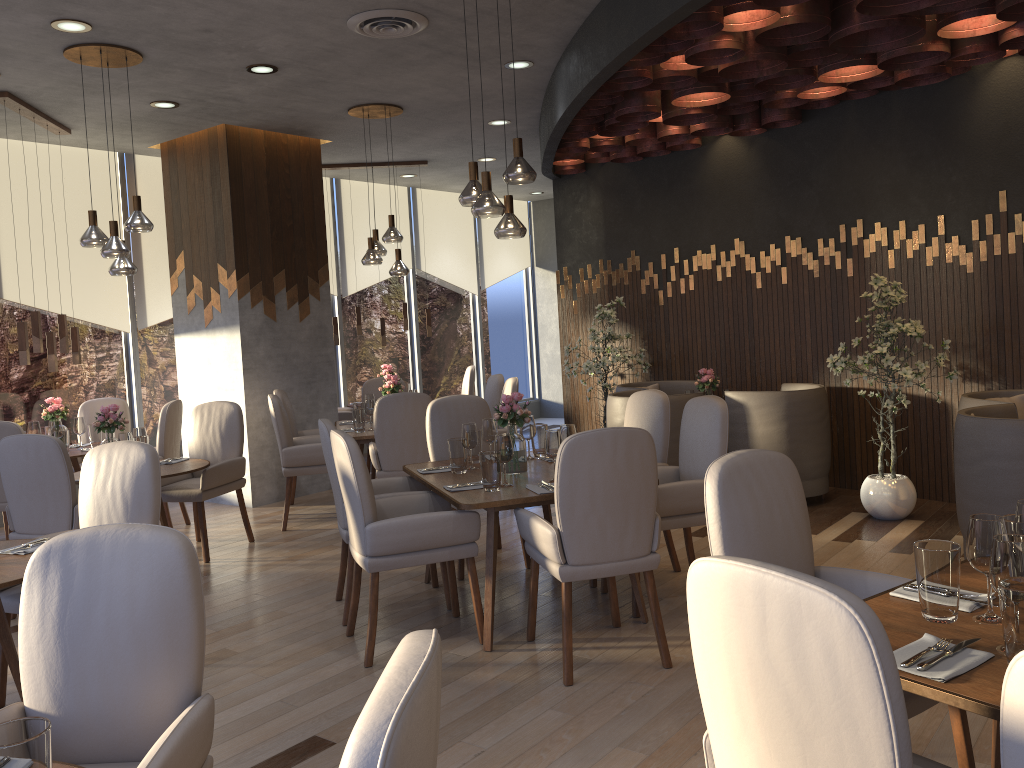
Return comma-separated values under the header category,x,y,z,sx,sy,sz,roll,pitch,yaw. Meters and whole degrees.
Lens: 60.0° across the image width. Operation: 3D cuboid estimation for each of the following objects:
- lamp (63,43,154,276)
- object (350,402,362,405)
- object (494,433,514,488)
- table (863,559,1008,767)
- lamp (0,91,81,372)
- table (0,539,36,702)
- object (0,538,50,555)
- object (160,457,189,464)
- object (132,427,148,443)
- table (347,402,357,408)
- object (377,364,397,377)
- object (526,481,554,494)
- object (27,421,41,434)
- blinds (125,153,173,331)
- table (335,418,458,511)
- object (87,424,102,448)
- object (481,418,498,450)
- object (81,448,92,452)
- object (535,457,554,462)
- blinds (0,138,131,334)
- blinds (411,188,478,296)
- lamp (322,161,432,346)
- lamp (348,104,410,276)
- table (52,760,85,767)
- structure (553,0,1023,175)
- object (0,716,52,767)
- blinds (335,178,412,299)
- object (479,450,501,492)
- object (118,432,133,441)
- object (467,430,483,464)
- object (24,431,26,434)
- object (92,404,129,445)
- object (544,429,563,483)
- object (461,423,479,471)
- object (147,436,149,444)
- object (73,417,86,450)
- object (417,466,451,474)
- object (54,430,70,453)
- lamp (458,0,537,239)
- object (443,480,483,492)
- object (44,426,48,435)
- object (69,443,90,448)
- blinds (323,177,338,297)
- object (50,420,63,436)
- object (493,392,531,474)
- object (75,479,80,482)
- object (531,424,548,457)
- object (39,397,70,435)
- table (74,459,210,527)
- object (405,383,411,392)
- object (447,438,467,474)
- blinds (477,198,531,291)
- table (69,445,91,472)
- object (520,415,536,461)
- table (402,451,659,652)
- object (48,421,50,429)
category,x,y,z,sx,sy,sz,roll,pitch,yaw
lamp,-2.437,-1.334,5.397,0.440,1.325,0.439,-6,3,-44
object,-1.605,0.202,9.485,0.255,0.019,0.157,-4,4,-9
object,-0.037,0.358,4.145,0.092,0.244,0.092,-5,3,-39
table,1.379,0.889,1.810,0.966,0.665,1.307,-6,4,-35
lamp,-3.492,-1.053,6.611,0.118,1.929,1.162,-4,3,-7
table,-1.996,0.994,3.221,0.834,0.661,0.835,-3,3,-2
object,-1.880,0.630,3.442,0.157,0.019,0.255,-2,4,23
object,-2.213,0.496,5.704,0.157,0.019,0.255,-2,4,14
object,-2.342,0.398,5.589,0.092,0.244,0.092,-4,2,-6
table,-1.327,0.526,9.500,0.833,0.661,0.835,-2,4,29
object,-1.307,-0.006,9.363,0.210,0.415,0.198,-3,2,16
object,0.157,0.466,4.041,0.157,0.019,0.255,-5,4,-16
object,-3.548,0.401,6.591,0.092,0.244,0.092,-3,2,16
blinds,-3.198,-1.877,8.661,0.007,2.677,1.175,-2,3,38
table,-0.927,0.658,7.189,0.965,0.665,1.308,-4,4,-11
object,-3.204,0.398,6.820,0.102,0.178,0.102,-1,3,41
object,-0.119,0.314,4.855,0.092,0.244,0.092,-3,2,4
object,-3.134,0.484,6.669,0.255,0.019,0.157,-4,4,-5
object,0.256,0.403,4.876,0.255,0.019,0.157,-5,4,-18
blinds,-3.964,-1.747,7.682,0.007,2.677,1.175,-2,3,38
blinds,-0.903,-2.485,11.607,0.007,2.677,1.175,-2,3,38
lamp,-1.418,-1.365,9.398,1.161,1.929,0.118,-4,2,-7
lamp,-1.056,-1.534,7.136,0.439,1.325,0.440,-2,2,23
table,-0.970,1.066,1.270,0.833,0.661,0.835,-1,4,37
structure,2.261,-2.067,4.265,2.757,0.556,9.459,-5,4,-22
object,-0.766,0.626,1.376,0.102,0.178,0.102,-3,2,-1
blinds,-1.671,-2.373,10.626,0.007,2.677,1.175,-2,3,38
object,-0.096,0.400,4.056,0.102,0.178,0.102,-3,3,-3
object,-2.319,0.415,5.332,0.092,0.244,0.092,-2,3,32
object,-0.210,0.348,4.914,0.102,0.178,0.102,-4,3,-5
object,-3.621,0.444,6.514,0.102,0.178,0.102,-4,3,-13
object,-2.464,0.330,5.443,0.210,0.415,0.198,-4,2,-4
object,0.200,0.340,4.195,0.092,0.244,0.092,-5,3,-36
object,-0.220,0.331,4.688,0.092,0.244,0.092,-3,2,1
object,-2.383,0.427,5.690,0.102,0.178,0.102,-2,3,30
object,-3.286,0.375,6.745,0.092,0.244,0.092,-3,2,-3
object,-0.373,0.450,4.736,0.255,0.019,0.157,-5,4,-19
object,-3.275,0.427,6.455,0.102,0.178,0.102,-3,3,19
lamp,-0.101,-1.408,4.456,0.439,1.325,0.440,-1,3,43
object,-0.190,0.476,4.193,0.255,0.019,0.157,-5,4,-19
object,-3.572,0.415,6.893,0.102,0.178,0.102,-1,4,45
object,-3.410,0.481,6.950,0.157,0.019,0.255,-3,4,-1
blinds,-2.439,-2.283,9.644,0.007,2.677,1.175,-2,3,38
object,-3.353,0.394,6.532,0.092,0.244,0.092,-3,2,12
object,0.006,0.248,4.517,0.210,0.415,0.198,-4,2,-4
object,-2.432,0.542,5.221,0.157,0.019,0.255,-3,4,12
object,0.156,0.320,5.009,0.102,0.178,0.102,-1,3,38
object,-3.438,0.303,6.687,0.210,0.415,0.198,-5,3,-39
table,-2.279,0.857,5.471,0.833,0.661,0.835,-3,3,13
object,-1.148,0.085,9.636,0.102,0.178,0.102,-2,3,23
object,-0.279,0.374,4.599,0.102,0.178,0.102,-3,3,-3
blinds,-0.140,-2.664,12.586,0.007,2.677,1.175,-2,3,38
table,-3.387,0.840,6.683,0.835,0.661,0.834,-5,4,-32
object,0.091,0.297,4.919,0.092,0.244,0.092,-2,2,24
table,0.053,0.781,4.539,0.965,0.665,1.308,-4,4,-18
object,-3.506,0.384,6.806,0.092,0.244,0.092,-6,3,-44
